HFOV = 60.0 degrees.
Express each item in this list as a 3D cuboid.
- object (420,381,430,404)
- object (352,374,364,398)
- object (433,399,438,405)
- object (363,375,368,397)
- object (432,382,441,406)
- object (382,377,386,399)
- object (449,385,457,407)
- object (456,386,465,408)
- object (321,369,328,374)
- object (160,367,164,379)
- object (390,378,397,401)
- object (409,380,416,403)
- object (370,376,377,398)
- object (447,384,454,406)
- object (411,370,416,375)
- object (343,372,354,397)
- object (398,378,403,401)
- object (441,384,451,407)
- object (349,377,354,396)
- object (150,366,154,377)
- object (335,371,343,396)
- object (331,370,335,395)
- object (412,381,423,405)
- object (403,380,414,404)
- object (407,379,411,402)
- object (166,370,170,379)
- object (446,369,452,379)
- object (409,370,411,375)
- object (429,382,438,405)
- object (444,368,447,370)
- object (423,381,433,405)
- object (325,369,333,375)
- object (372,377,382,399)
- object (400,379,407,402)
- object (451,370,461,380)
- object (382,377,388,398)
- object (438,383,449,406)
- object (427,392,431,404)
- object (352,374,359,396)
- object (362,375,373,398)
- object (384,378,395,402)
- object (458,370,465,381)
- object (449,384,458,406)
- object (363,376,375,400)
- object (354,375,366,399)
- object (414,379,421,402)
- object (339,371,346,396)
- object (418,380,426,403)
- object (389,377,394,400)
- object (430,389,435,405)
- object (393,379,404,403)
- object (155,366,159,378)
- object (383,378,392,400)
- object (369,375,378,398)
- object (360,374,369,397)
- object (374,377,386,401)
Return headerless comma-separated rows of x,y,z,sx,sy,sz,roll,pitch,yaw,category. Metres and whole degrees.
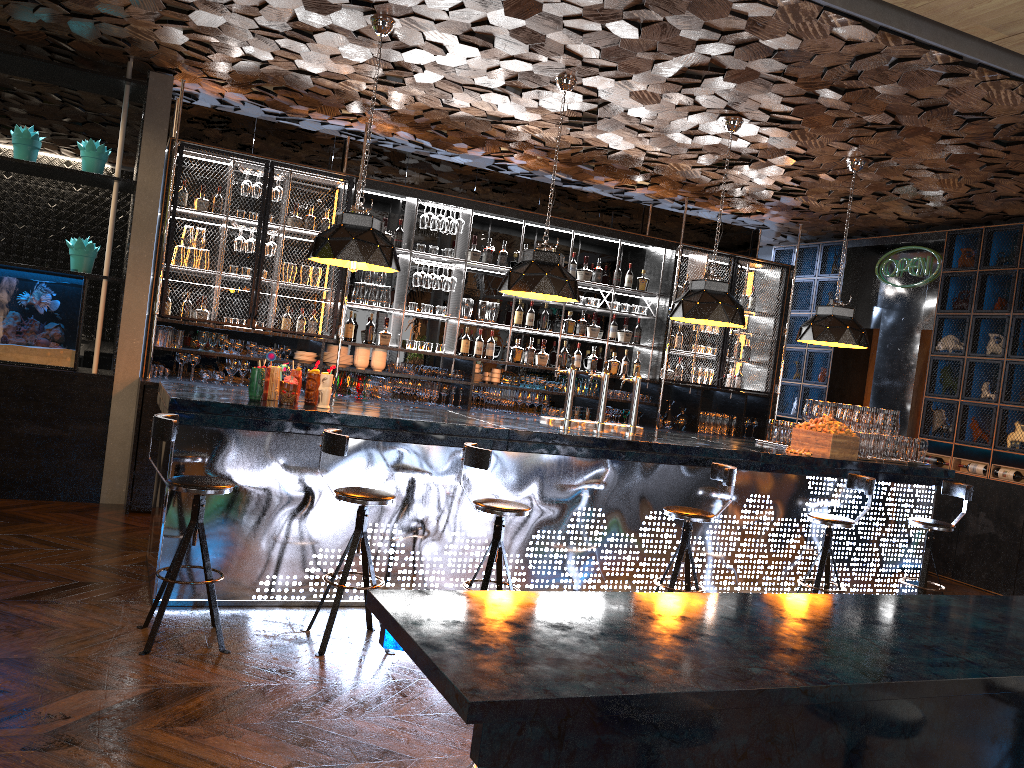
-0.847,0.083,8.649,0.071,0.226,0.071,8,2,37,object
-1.452,0.020,8.351,0.082,0.213,0.082,6,2,-32,object
-0.762,0.093,8.851,0.092,0.218,0.092,8,2,26,object
-1.398,0.024,8.472,0.082,0.213,0.082,7,1,-4,object
-0.728,0.100,8.567,0.071,0.226,0.071,8,2,37,object
-1.225,0.044,8.551,0.082,0.213,0.082,6,2,-36,object
-0.580,0.120,8.729,0.071,0.217,0.071,7,2,-16,object
-0.508,0.129,8.719,0.071,0.217,0.071,7,2,-16,object
-1.735,-0.019,8.132,0.073,0.229,0.073,6,2,-36,object
-2.986,-0.096,7.559,0.031,0.098,0.031,8,1,14,object
-1.121,0.056,8.544,0.084,0.216,0.084,7,1,-12,object
-0.962,0.074,8.620,0.084,0.216,0.084,8,2,18,object
-1.313,0.034,8.510,0.082,0.213,0.082,7,1,8,object
-0.609,0.112,8.894,0.071,0.217,0.071,7,2,-16,object
-0.948,-0.108,8.492,0.049,0.048,0.044,8,2,18,object
-1.521,0.006,8.247,0.073,0.229,0.073,6,2,-36,object
-1.094,0.055,8.699,0.084,0.216,0.084,7,2,-26,object
-0.652,0.113,8.636,0.092,0.218,0.092,8,2,26,object
-1.525,0.007,8.511,0.082,0.213,0.082,9,2,42,object
-3.063,-0.105,7.535,0.028,0.097,0.028,6,2,-35,object
-1.611,-0.005,8.210,0.073,0.229,0.073,6,2,-36,object
-1.674,-0.016,8.328,0.073,0.229,0.073,6,2,-36,object
-0.904,0.085,8.496,0.084,0.216,0.084,8,2,18,object
-0.986,0.075,8.458,0.084,0.216,0.084,7,1,-9,object
-1.015,0.064,8.742,0.084,0.216,0.084,7,1,-2,object
-2.927,-0.078,7.542,0.034,0.080,0.034,7,1,-11,object
-0.609,-0.096,8.730,0.095,0.096,0.095,7,2,-24,object
-0.973,-0.112,8.543,0.044,0.048,0.049,7,1,8,object
-0.761,0.094,8.640,0.071,0.226,0.071,8,2,37,object
-0.687,-0.109,8.877,0.095,0.096,0.095,7,1,-8,object
-0.811,0.090,8.573,0.071,0.226,0.071,8,2,37,object
-1.709,-0.017,8.221,0.073,0.229,0.073,6,2,-36,object
-1.276,0.041,8.428,0.082,0.213,0.082,6,2,-45,object
-1.037,0.066,8.579,0.084,0.216,0.084,6,2,-32,object
-0.543,-0.085,8.646,0.095,0.096,0.095,8,2,40,object
-1.258,0.038,8.632,0.082,0.213,0.082,6,2,-33,object
-0.682,0.106,8.741,0.092,0.218,0.092,8,2,26,object
-0.819,0.087,8.824,0.092,0.218,0.092,8,2,26,object
-1.485,0.014,8.432,0.082,0.213,0.082,8,2,25,object
-1.367,0.030,8.386,0.082,0.213,0.082,9,2,42,object
-1.158,0.057,8.384,0.082,0.213,0.082,7,1,5,object
-0.509,-0.083,8.741,0.095,0.096,0.095,7,1,0,object
-0.588,0.116,8.817,0.071,0.217,0.071,7,2,-16,object
-1.337,0.036,8.305,0.082,0.213,0.082,7,1,5,object
-1.418,0.027,8.268,0.082,0.213,0.082,7,1,5,object
-0.922,0.070,8.803,0.071,0.226,0.071,8,2,37,object
-1.597,-0.005,8.292,0.073,0.229,0.073,6,2,-36,object
-0.881,0.077,8.735,0.071,0.226,0.071,8,2,37,object
-1.180,0.045,8.667,0.084,0.216,0.084,8,1,14,object
-0.781,0.094,8.724,0.092,0.218,0.092,8,2,26,object
-1.072,0.065,8.420,0.084,0.216,0.084,6,2,-36,object
-3.016,-0.099,7.526,0.033,0.101,0.033,7,1,0,object
-1.189,0.051,8.469,0.082,0.213,0.082,6,2,-43,object
-1.347,0.028,8.593,0.082,0.213,0.082,7,2,-25,object
-1.437,0.017,8.549,0.082,0.213,0.082,7,1,6,object
-1.243,0.047,8.348,0.082,0.213,0.082,8,1,9,object
